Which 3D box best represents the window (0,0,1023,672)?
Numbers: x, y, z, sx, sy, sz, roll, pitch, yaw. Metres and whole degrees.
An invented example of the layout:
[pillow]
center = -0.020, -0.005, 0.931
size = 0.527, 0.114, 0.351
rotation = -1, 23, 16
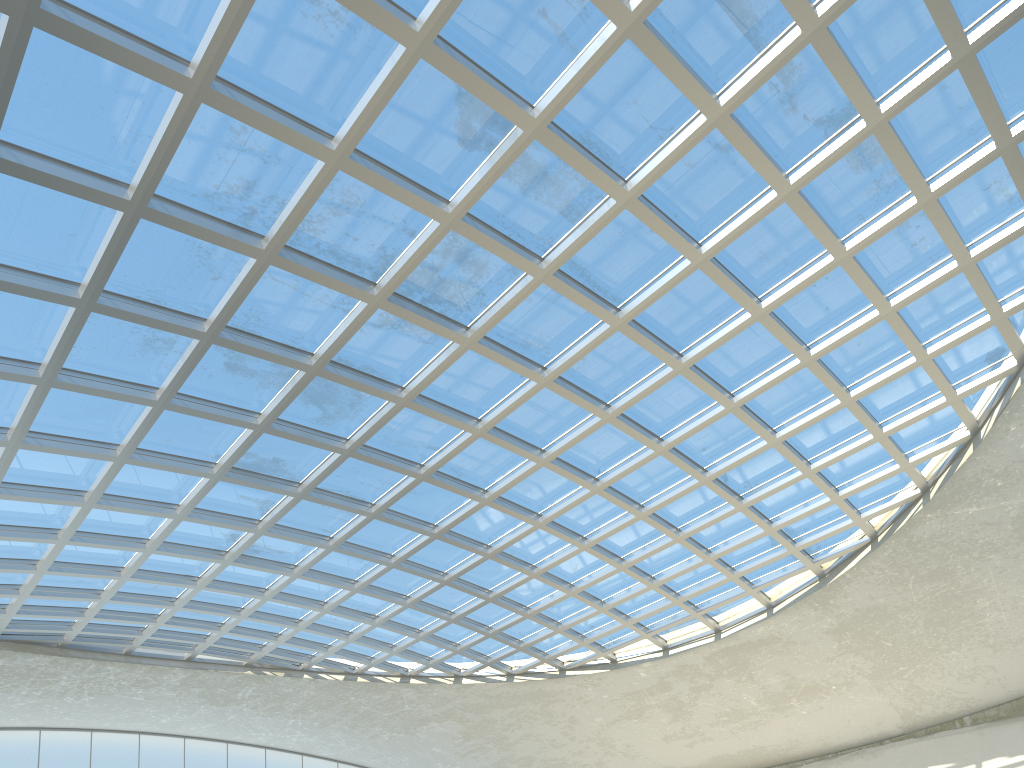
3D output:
[window]
center = -7.668, 8.841, 50.304
size = 83.500, 9.681, 86.179
rotation = 26, -46, -36
